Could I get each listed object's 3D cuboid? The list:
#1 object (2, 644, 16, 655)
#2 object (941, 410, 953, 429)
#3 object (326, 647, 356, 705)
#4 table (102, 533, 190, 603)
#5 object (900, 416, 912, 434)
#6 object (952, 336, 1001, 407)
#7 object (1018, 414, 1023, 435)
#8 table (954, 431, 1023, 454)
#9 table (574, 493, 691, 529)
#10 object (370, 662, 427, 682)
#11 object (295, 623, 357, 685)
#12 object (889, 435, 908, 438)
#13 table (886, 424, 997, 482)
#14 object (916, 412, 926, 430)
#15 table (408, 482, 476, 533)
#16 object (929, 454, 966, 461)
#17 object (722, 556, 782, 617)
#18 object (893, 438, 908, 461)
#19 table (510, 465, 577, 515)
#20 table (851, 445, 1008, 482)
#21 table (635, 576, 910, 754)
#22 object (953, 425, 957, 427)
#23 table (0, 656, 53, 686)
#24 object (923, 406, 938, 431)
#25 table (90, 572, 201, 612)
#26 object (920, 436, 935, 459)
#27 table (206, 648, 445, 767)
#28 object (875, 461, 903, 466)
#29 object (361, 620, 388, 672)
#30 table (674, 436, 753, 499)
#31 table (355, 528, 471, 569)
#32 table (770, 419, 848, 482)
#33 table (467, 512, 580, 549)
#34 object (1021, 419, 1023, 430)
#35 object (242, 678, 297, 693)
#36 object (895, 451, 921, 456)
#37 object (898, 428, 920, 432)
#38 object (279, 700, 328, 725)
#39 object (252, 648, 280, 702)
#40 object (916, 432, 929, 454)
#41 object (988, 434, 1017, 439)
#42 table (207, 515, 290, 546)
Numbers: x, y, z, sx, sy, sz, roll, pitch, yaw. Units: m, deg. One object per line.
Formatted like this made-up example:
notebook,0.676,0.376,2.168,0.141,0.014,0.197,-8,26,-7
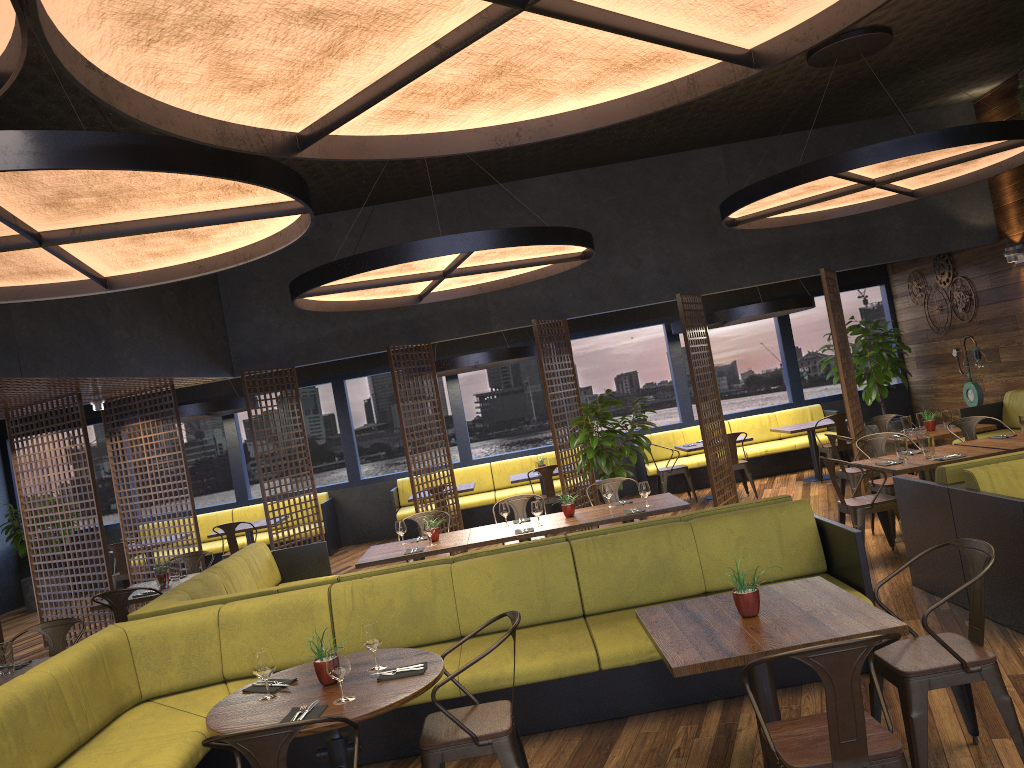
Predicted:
object,-3.023,1.577,5.077,0.260,0.271,0.238,-10,-1,1
object,4.445,0.364,9.044,0.102,0.178,0.102,-11,-1,35
object,-0.695,1.174,3.578,0.097,0.206,0.097,-10,-1,24
table,-4.928,2.562,12.194,0.887,0.763,0.906,-10,-1,-1
object,4.106,0.427,9.217,0.102,0.178,0.102,-10,-1,-15
object,6.019,0.171,11.404,0.459,1.615,0.848,-10,-1,-1
object,4.403,0.347,7.592,0.102,0.178,0.102,-10,-1,-15
table,4.430,0.819,7.419,0.887,0.763,0.906,-10,-1,-1
table,1.040,1.423,7.522,0.906,0.763,0.887,-10,-1,-1
object,-0.494,1.238,3.819,0.255,0.019,0.157,-10,-1,2
object,-0.825,1.166,3.850,0.238,0.271,0.260,-10,-1,21
object,3.964,0.532,9.162,0.157,0.019,0.255,-10,-1,-1
table,4.356,0.860,9.107,0.887,0.763,0.906,-10,-1,-1
object,4.306,0.393,9.298,0.102,0.178,0.102,-11,-1,35
table,-0.892,1.846,12.259,0.887,0.763,0.906,-10,-1,-1
object,3.465,0.586,7.077,0.255,0.019,0.157,-10,-1,-1
object,0.984,0.843,3.738,0.260,0.271,0.238,-11,-1,34
object,3.262,0.547,7.423,0.102,0.178,0.102,-10,-1,-15
table,0.487,1.601,12.285,0.906,0.763,0.887,-10,-1,-1
table,3.512,0.982,7.405,0.887,0.763,0.906,-10,-1,-1
table,1.087,1.350,3.719,0.887,0.763,0.906,-10,-1,-1
object,4.614,0.416,9.097,0.157,0.019,0.255,-10,-1,-1
table,-2.943,2.089,5.054,0.887,0.763,0.906,-10,-1,-1
object,4.272,0.349,9.104,0.238,0.271,0.260,-10,-1,21
table,-2.982,2.142,7.753,0.887,0.763,0.906,-10,-1,-1
object,3.399,0.519,7.236,0.102,0.178,0.102,-11,-1,35
table,-0.723,1.673,3.800,1.007,0.760,1.007,-11,-1,37
object,3.121,0.652,7.368,0.157,0.019,0.255,-10,-1,-1
object,-0.618,1.167,3.955,0.097,0.206,0.097,-11,-1,38
table,2.850,1.182,12.323,0.906,0.763,0.887,-10,-1,-1
table,-0.742,1.739,7.488,0.906,0.763,0.887,-10,-1,-1
table,4.227,0.937,12.341,0.887,0.763,0.906,-10,-1,-1
table,0.150,1.581,7.502,0.906,0.763,0.887,-10,-1,-1
object,4.235,0.371,7.249,0.102,0.178,0.102,-11,-1,35
object,-1.068,1.342,3.965,0.255,0.019,0.157,-11,-1,31
object,3.449,0.599,7.697,0.157,0.019,0.255,-10,-1,-1
object,4.267,0.483,9.454,0.255,0.019,0.157,-10,-1,-1
object,-0.819,1.290,3.477,0.157,0.019,0.255,-10,-1,6
object,-1.056,1.242,3.795,0.097,0.206,0.097,-11,-1,41
object,3.523,0.503,7.578,0.102,0.178,0.102,-10,-1,-15
object,4.276,0.452,7.711,0.157,0.019,0.255,-10,-1,-1
table,-3.550,2.318,12.216,0.887,0.763,0.906,-10,-1,-1
